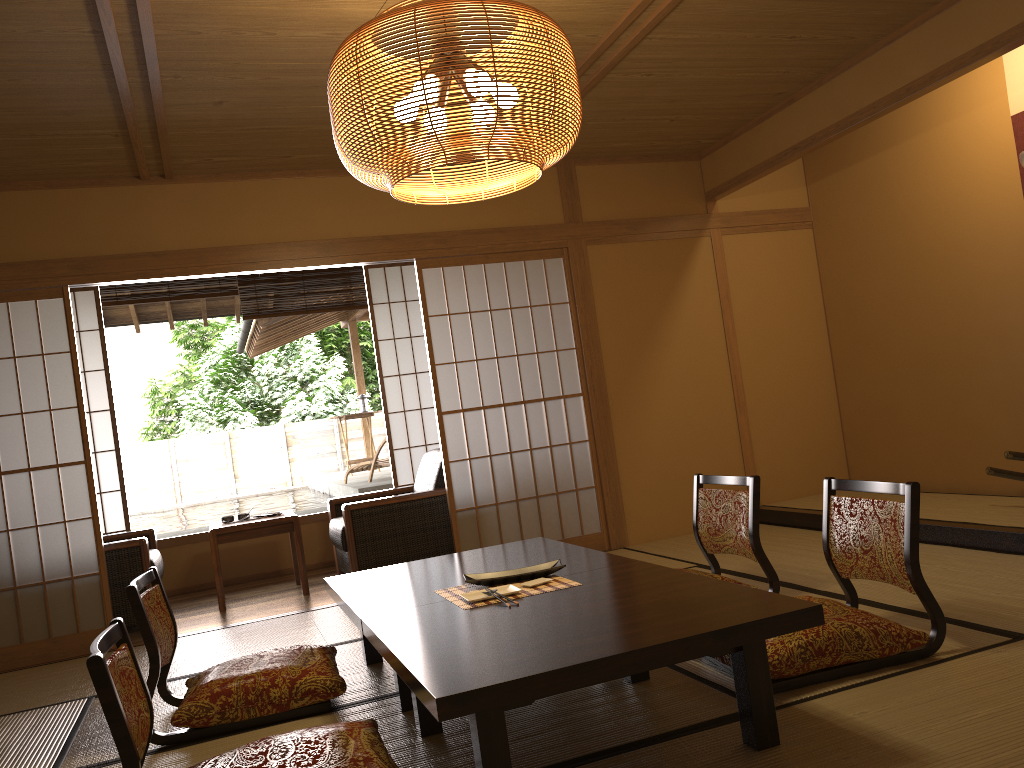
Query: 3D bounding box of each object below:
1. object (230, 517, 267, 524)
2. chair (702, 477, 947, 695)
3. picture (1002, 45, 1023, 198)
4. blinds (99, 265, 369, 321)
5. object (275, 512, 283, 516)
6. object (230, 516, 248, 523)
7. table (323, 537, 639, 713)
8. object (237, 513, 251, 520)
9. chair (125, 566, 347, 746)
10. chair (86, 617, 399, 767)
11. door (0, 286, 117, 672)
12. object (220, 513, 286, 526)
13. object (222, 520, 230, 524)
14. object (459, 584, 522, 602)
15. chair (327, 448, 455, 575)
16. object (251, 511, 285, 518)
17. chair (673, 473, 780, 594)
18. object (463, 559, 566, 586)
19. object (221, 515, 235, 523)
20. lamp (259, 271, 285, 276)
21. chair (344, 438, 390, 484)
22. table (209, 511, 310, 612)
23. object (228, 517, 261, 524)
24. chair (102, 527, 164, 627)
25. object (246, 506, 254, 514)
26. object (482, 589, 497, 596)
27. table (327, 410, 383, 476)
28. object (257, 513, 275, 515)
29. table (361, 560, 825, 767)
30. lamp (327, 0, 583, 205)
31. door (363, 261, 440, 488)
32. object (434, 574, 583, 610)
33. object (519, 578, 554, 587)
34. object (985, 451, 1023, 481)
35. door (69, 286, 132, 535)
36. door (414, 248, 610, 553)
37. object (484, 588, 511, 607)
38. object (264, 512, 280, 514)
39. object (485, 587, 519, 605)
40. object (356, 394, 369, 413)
[{"bbox_3d":[-1.665,0.862,5.614,0.230,0.007,0.006,-7,-2,-24],"label":"object"},{"bbox_3d":[0.950,0.631,2.941,0.686,0.546,0.583,-8,-2,-15],"label":"chair"},{"bbox_3d":[2.803,-0.806,4.336,0.034,2.011,0.649,-8,-1,-18],"label":"picture"},{"bbox_3d":[-2.065,-0.769,6.665,1.930,0.594,0.048,-7,-1,-19],"label":"blinds"},{"bbox_3d":[-1.491,0.833,5.682,0.050,0.018,0.015,-7,-2,-32],"label":"object"},{"bbox_3d":[-1.740,0.863,5.647,0.130,0.026,0.038,-7,-2,-35],"label":"object"},{"bbox_3d":[-0.149,0.900,3.445,0.994,0.356,0.996,-7,-2,-19],"label":"table"},{"bbox_3d":[-1.744,0.862,5.767,0.084,0.037,0.084,-7,-2,-27],"label":"object"},{"bbox_3d":[-0.991,0.915,3.231,0.686,0.546,0.583,-8,-2,-15],"label":"chair"},{"bbox_3d":[-0.637,0.829,2.204,0.698,0.546,0.583,-7,-2,-20],"label":"chair"},{"bbox_3d":[-2.692,0.499,4.548,0.991,1.933,0.040,-8,-1,-19],"label":"door"},{"bbox_3d":[-1.668,0.869,5.703,0.400,0.003,0.300,-7,-2,-19],"label":"object"},{"bbox_3d":[-1.817,0.878,5.638,0.050,0.018,0.015,-9,-2,23],"label":"object"},{"bbox_3d":[-0.069,0.678,2.861,0.180,0.014,0.130,-7,-2,-17],"label":"object"},{"bbox_3d":[-0.744,0.865,5.977,0.943,0.779,0.873,-7,-2,-19],"label":"chair"},{"bbox_3d":[-1.583,0.850,5.754,0.181,0.015,0.131,-9,-2,26],"label":"object"},{"bbox_3d":[0.673,0.699,3.745,0.698,0.546,0.583,-7,-2,-20],"label":"chair"},{"bbox_3d":[0.009,0.663,3.077,0.349,0.039,0.129,-8,-2,-6],"label":"object"},{"bbox_3d":[-1.837,0.874,5.732,0.084,0.037,0.084,-8,-2,9],"label":"object"},{"bbox_3d":[-1.607,-1.065,5.798,0.330,0.681,0.330,-8,-1,-19],"label":"lamp"},{"bbox_3d":[-1.110,0.490,8.701,0.676,0.851,1.228,-7,-2,-44],"label":"chair"},{"bbox_3d":[-1.634,1.118,5.700,0.540,0.500,0.541,-8,-2,-19],"label":"table"},{"bbox_3d":[-1.700,0.867,5.619,0.230,0.007,0.006,-7,-2,-30],"label":"object"},{"bbox_3d":[-2.614,1.105,5.329,0.943,0.779,0.873,-7,-2,-19],"label":"chair"},{"bbox_3d":[-1.732,0.839,5.788,0.038,0.068,0.117,-9,-2,36],"label":"object"},{"bbox_3d":[-0.071,0.672,2.846,0.050,0.018,0.015,-7,-2,-22],"label":"object"},{"bbox_3d":[-1.867,0.732,10.832,0.669,0.731,0.670,-8,-1,-16],"label":"table"},{"bbox_3d":[-1.592,0.840,5.737,0.006,0.007,0.230,-7,-2,-45],"label":"object"},{"bbox_3d":[0.170,0.821,2.505,0.994,0.356,0.996,-7,-2,-19],"label":"table"},{"bbox_3d":[-0.202,-1.048,2.844,0.798,0.825,0.798,-8,-1,5],"label":"lamp"},{"bbox_3d":[-0.571,-0.084,7.065,0.991,1.872,0.040,-8,-1,-19],"label":"door"},{"bbox_3d":[-0.023,0.684,2.976,0.400,0.003,0.399,-7,-2,-19],"label":"object"},{"bbox_3d":[0.082,0.664,2.951,0.099,0.013,0.067,-7,-2,-36],"label":"object"},{"bbox_3d":[2.692,0.413,4.236,0.104,0.398,1.022,-8,-2,-19],"label":"object"},{"bbox_3d":[-3.277,0.264,6.127,0.991,1.872,0.040,-8,-1,-19],"label":"door"},{"bbox_3d":[0.013,0.151,5.486,0.991,1.933,0.040,-8,-1,-19],"label":"door"},{"bbox_3d":[-0.049,0.667,2.776,0.006,0.030,0.229,-8,-2,-22],"label":"object"},{"bbox_3d":[-1.584,0.840,5.759,0.230,0.007,0.006,-10,-2,37],"label":"object"},{"bbox_3d":[-0.035,0.665,2.785,0.006,0.030,0.229,-8,-2,-27],"label":"object"},{"bbox_3d":[-1.826,0.238,10.899,0.176,0.240,0.176,-9,-2,39],"label":"object"}]
